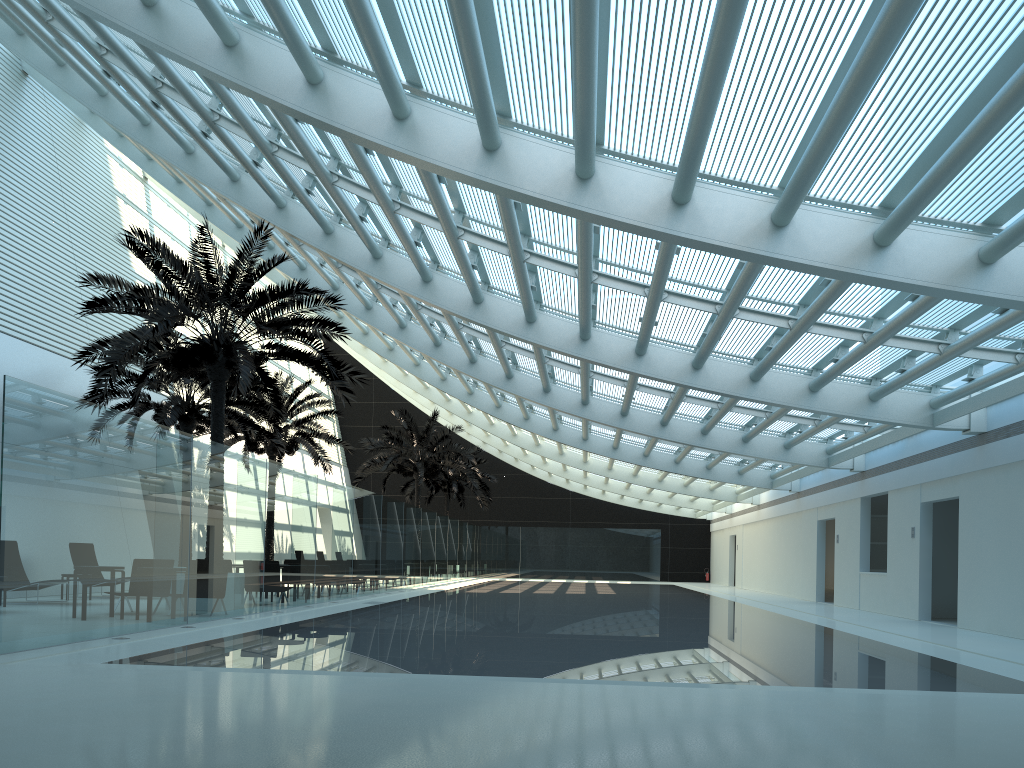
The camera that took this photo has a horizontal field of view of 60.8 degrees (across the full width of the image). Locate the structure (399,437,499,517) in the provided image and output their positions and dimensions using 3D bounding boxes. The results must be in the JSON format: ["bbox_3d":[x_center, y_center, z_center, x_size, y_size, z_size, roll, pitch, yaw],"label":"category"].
[{"bbox_3d":[-3.028,6.081,42.922,4.467,6.910,4.871,2,-4,-16],"label":"structure"}]

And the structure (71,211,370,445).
[{"bbox_3d":[-5.361,0.540,15.532,4.825,6.912,4.508,-1,-4,23],"label":"structure"}]

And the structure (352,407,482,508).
[{"bbox_3d":[-3.744,4.427,34.748,4.823,6.913,4.509,1,-4,-1],"label":"structure"}]

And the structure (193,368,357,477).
[{"bbox_3d":[-7.721,2.966,27.578,4.302,6.788,4.686,-2,-5,38],"label":"structure"}]

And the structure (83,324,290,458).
[{"bbox_3d":[-8.026,1.778,21.537,4.653,6.729,4.332,3,-4,-16],"label":"structure"}]
